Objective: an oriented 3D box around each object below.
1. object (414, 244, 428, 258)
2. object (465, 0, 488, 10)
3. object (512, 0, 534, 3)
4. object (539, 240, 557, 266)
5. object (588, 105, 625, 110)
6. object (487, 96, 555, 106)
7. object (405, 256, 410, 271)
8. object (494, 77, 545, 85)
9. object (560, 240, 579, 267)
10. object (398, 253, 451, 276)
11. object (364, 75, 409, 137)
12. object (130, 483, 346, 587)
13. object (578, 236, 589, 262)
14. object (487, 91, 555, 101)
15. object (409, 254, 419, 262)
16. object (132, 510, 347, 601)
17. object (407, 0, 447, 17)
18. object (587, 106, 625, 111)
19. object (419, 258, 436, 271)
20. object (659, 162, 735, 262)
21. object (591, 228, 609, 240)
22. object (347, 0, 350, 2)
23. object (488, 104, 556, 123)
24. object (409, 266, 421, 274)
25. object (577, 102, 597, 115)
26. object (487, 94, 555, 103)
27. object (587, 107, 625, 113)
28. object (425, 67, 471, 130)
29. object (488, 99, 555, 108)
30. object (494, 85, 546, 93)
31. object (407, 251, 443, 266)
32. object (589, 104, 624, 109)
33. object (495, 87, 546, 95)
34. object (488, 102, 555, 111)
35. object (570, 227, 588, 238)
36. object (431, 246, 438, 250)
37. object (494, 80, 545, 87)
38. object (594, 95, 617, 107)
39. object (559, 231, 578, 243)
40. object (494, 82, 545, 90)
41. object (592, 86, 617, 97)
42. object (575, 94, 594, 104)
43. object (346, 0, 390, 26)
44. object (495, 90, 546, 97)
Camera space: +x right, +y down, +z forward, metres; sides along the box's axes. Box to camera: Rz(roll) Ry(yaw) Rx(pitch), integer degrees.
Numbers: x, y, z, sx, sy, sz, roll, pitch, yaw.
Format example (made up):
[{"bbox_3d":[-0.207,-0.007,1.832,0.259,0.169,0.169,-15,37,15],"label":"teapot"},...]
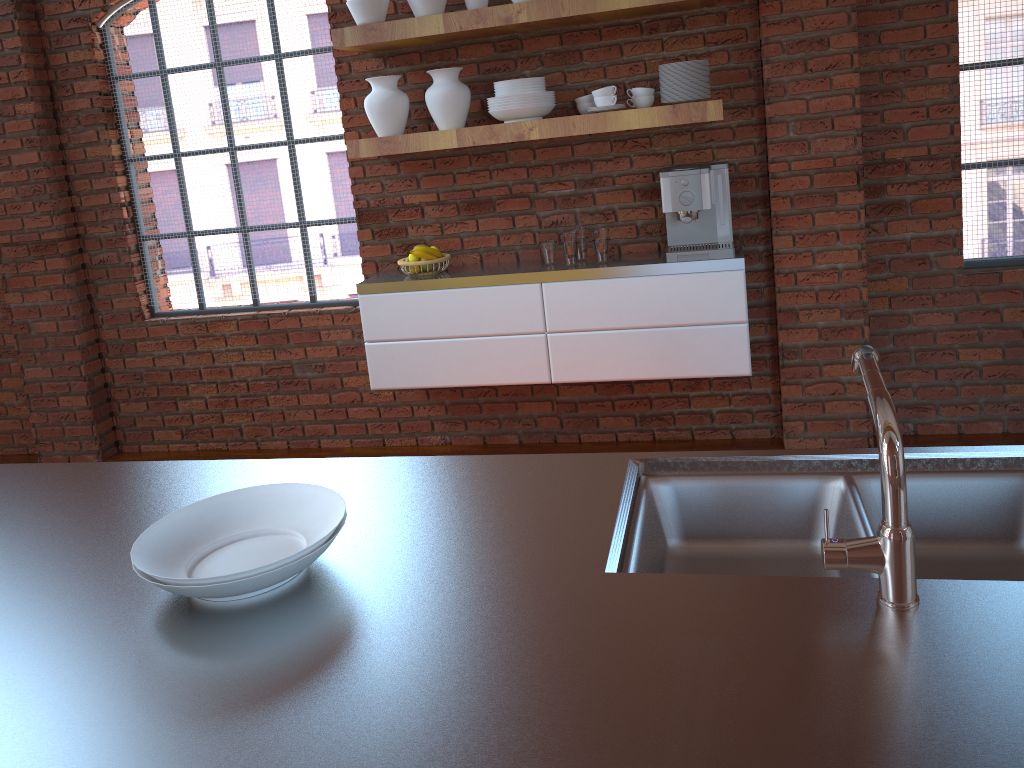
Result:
[{"bbox_3d":[-0.401,-0.587,3.892,0.068,0.060,0.071,2,16,30],"label":"object"},{"bbox_3d":[-0.143,-1.552,3.618,0.100,0.060,0.100,-17,18,-35],"label":"object"},{"bbox_3d":[0.071,-1.556,3.550,0.165,0.059,0.170,-4,16,8],"label":"object"},{"bbox_3d":[0.159,-0.557,3.747,0.078,0.102,0.079,-10,13,-15],"label":"object"},{"bbox_3d":[0.379,-1.104,3.526,0.155,0.012,0.156,-14,18,-24],"label":"object"},{"bbox_3d":[0.041,-1.145,3.633,0.282,0.054,0.289,-7,16,-3],"label":"object"},{"bbox_3d":[-0.439,-0.531,3.892,0.074,0.074,0.074,-9,13,-11],"label":"object"},{"bbox_3d":[0.032,-1.222,3.620,0.213,0.054,0.220,-5,16,5],"label":"object"},{"bbox_3d":[0.243,-0.539,3.650,0.078,0.102,0.079,5,17,43],"label":"object"},{"bbox_3d":[-0.384,-0.522,3.885,0.238,0.069,0.239,-15,18,-27],"label":"object"},{"bbox_3d":[-0.535,-1.188,3.773,0.195,0.244,0.194,-15,15,-36],"label":"object"},{"bbox_3d":[-0.366,0.219,1.204,0.283,0.054,0.288,-10,16,-13],"label":"object"},{"bbox_3d":[0.294,-0.575,3.757,0.078,0.102,0.079,5,17,43],"label":"object"},{"bbox_3d":[0.039,-1.164,3.630,0.282,0.054,0.289,-7,16,-3],"label":"object"},{"bbox_3d":[-0.429,-0.550,3.841,0.044,0.052,0.053,-6,13,3],"label":"object"},{"bbox_3d":[-0.365,0.229,1.206,0.283,0.054,0.288,-10,16,-13],"label":"object"},{"bbox_3d":[-0.343,-1.550,3.615,0.183,0.101,0.182,-18,19,-38],"label":"object"},{"bbox_3d":[0.379,-1.099,3.527,0.155,0.012,0.156,-14,18,-24],"label":"object"},{"bbox_3d":[-0.372,-0.529,3.859,0.079,0.064,0.076,-18,18,-41],"label":"object"},{"bbox_3d":[0.751,-0.704,3.562,0.270,0.362,0.389,-3,13,14],"label":"object"},{"bbox_3d":[0.368,-0.587,3.635,0.078,0.102,0.079,0,13,26],"label":"object"},{"bbox_3d":[-0.591,-1.551,3.634,0.183,0.101,0.182,-18,19,-38],"label":"object"},{"bbox_3d":[0.044,-1.114,3.639,0.282,0.054,0.289,-7,16,-3],"label":"object"},{"bbox_3d":[-0.424,-0.501,3.837,0.047,0.045,0.056,-18,18,-41],"label":"object"},{"bbox_3d":[0.319,-1.155,3.695,0.092,0.046,0.101,-8,15,-6],"label":"object"},{"bbox_3d":[0.040,-1.154,3.632,0.282,0.054,0.289,-7,16,-3],"label":"object"},{"bbox_3d":[0.379,-1.095,3.528,0.155,0.012,0.156,-14,18,-24],"label":"object"},{"bbox_3d":[-0.268,-1.198,3.708,0.193,0.244,0.196,-9,13,-14],"label":"object"},{"bbox_3d":[0.042,-1.135,3.635,0.282,0.054,0.289,-7,16,-3],"label":"object"},{"bbox_3d":[0.036,-1.193,3.625,0.213,0.054,0.220,-5,16,5],"label":"object"},{"bbox_3d":[-0.361,-0.542,3.820,0.179,0.092,0.064,-18,17,-38],"label":"object"},{"bbox_3d":[0.378,-1.108,3.526,0.155,0.012,0.156,-14,18,-24],"label":"object"},{"bbox_3d":[0.037,-1.182,3.627,0.213,0.054,0.220,-5,16,5],"label":"object"},{"bbox_3d":[0.043,-1.124,3.637,0.282,0.054,0.289,-7,16,-3],"label":"object"},{"bbox_3d":[0.289,-0.612,3.751,0.078,0.102,0.079,5,17,43],"label":"object"},{"bbox_3d":[-0.350,-0.590,3.909,0.047,0.045,0.055,-15,16,-33],"label":"object"},{"bbox_3d":[0.034,-1.212,3.622,0.213,0.054,0.220,-5,16,5],"label":"object"},{"bbox_3d":[0.375,-1.126,3.518,0.092,0.046,0.101,-4,15,8],"label":"object"},{"bbox_3d":[0.239,-0.576,3.643,0.078,0.102,0.079,5,17,43],"label":"object"},{"bbox_3d":[0.035,-1.203,3.624,0.213,0.054,0.220,-5,16,5],"label":"object"},{"bbox_3d":[0.365,-1.156,3.511,0.092,0.057,0.102,-7,15,-2],"label":"object"},{"bbox_3d":[0.311,-1.185,3.688,0.092,0.057,0.102,-11,15,-17],"label":"object"},{"bbox_3d":[-0.588,-1.531,3.638,0.183,0.101,0.182,-18,19,-38],"label":"object"},{"bbox_3d":[0.038,-1.172,3.629,0.213,0.054,0.220,-5,16,5],"label":"object"}]
